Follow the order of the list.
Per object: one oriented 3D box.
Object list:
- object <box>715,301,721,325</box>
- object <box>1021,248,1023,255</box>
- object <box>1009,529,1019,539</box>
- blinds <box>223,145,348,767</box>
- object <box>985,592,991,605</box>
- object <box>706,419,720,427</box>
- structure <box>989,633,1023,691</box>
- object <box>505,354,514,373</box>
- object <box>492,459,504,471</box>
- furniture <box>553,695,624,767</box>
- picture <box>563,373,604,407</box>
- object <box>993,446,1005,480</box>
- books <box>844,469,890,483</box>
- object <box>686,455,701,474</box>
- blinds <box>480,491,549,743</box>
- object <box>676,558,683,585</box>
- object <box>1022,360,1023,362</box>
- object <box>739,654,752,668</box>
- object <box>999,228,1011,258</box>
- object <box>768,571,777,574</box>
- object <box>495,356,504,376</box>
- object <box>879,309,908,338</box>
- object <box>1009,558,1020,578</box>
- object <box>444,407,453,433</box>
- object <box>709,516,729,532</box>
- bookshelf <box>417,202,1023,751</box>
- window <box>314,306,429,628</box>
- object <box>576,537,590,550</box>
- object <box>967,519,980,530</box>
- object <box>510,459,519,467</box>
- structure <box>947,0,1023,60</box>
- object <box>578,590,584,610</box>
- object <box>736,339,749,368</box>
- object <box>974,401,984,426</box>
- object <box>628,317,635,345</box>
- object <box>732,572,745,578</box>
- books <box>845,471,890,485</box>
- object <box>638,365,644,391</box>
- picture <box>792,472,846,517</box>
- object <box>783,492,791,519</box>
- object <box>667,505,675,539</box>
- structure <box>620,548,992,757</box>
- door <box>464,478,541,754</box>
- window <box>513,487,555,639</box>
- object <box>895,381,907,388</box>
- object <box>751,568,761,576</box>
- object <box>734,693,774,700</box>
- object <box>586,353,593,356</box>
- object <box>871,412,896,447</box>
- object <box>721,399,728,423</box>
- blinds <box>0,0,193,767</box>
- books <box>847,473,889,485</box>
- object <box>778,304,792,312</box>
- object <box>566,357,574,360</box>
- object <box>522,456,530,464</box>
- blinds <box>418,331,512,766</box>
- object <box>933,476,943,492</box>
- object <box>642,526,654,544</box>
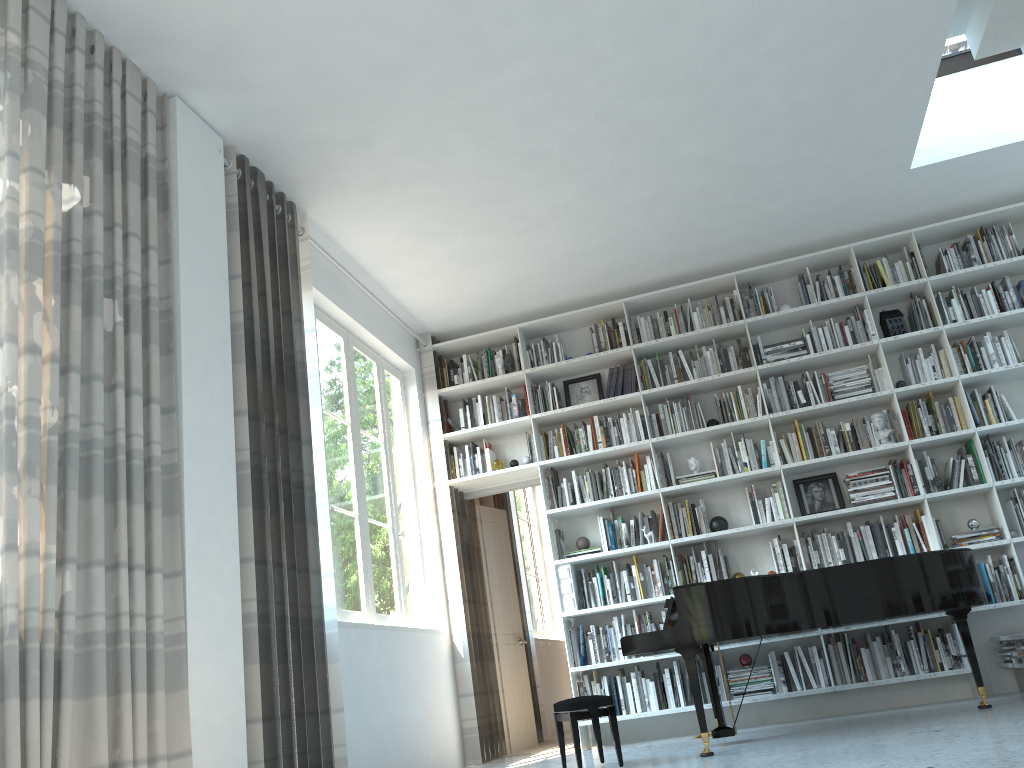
[{"bbox_3d":[1.569,-0.486,6.714,0.010,0.246,0.157,-13,-19,12],"label":"object"},{"bbox_3d":[3.585,-0.908,6.137,0.104,0.105,0.104,1,-21,-26],"label":"object"},{"bbox_3d":[3.247,0.980,5.752,0.071,0.072,0.072,1,-21,-26],"label":"object"},{"bbox_3d":[-1.145,0.410,4.347,0.140,3.219,0.778,-13,-19,12],"label":"blinds"},{"bbox_3d":[2.979,1.357,5.618,0.094,0.094,0.094,1,-21,-26],"label":"object"},{"bbox_3d":[1.467,0.303,6.463,0.097,0.098,0.097,1,-21,-26],"label":"object"},{"bbox_3d":[3.941,0.939,4.038,2.901,0.657,3.123,-13,-20,12],"label":"structure"},{"bbox_3d":[-0.013,-0.142,6.920,0.067,0.197,0.067,4,-22,-32],"label":"object"},{"bbox_3d":[-0.107,0.621,6.807,0.087,0.087,0.087,1,-21,-26],"label":"object"},{"bbox_3d":[0.387,1.807,4.607,0.240,0.352,0.469,-4,-19,-11],"label":"furniture"},{"bbox_3d":[0.561,0.081,6.895,0.300,0.298,0.078,-13,-19,13],"label":"picture"},{"bbox_3d":[3.239,0.549,5.926,0.007,0.265,0.135,-13,-19,12],"label":"object"},{"bbox_3d":[2.442,0.635,6.112,0.285,0.012,0.160,-11,-19,8],"label":"books"},{"bbox_3d":[1.328,0.593,6.461,0.095,0.156,0.121,-18,-21,25],"label":"object"},{"bbox_3d":[-0.068,1.545,8.011,0.140,3.219,0.778,-13,-19,12],"label":"blinds"},{"bbox_3d":[1.197,1.367,6.273,0.012,0.253,0.161,-13,-19,12],"label":"object"},{"bbox_3d":[3.489,-0.139,6.006,0.068,0.068,0.068,-5,-19,-9],"label":"object"},{"bbox_3d":[1.574,1.860,5.970,0.086,0.087,0.086,-5,-19,-9],"label":"object"},{"bbox_3d":[3.490,-0.946,6.283,0.006,0.296,0.130,-13,-19,12],"label":"object"},{"bbox_3d":[1.779,1.307,6.057,0.061,0.062,0.061,1,-21,-26],"label":"object"},{"bbox_3d":[-0.090,-0.125,6.938,0.067,0.197,0.067,4,-22,-32],"label":"object"},{"bbox_3d":[2.698,-0.415,6.275,0.135,0.247,0.136,-9,-19,3],"label":"object"},{"bbox_3d":[3.204,1.238,5.623,0.011,0.259,0.142,-13,-19,12],"label":"object"},{"bbox_3d":[-0.513,0.312,7.076,0.035,0.294,0.177,-13,-19,12],"label":"object"},{"bbox_3d":[1.465,1.002,6.276,0.134,0.135,0.134,1,-21,-26],"label":"object"},{"bbox_3d":[2.493,0.552,6.061,6.300,3.130,0.331,-13,-19,13],"label":"bookshelf"},{"bbox_3d":[-0.980,0.557,5.723,0.073,2.001,1.989,-13,-19,12],"label":"window"},{"bbox_3d":[0.521,1.173,6.504,0.105,0.106,0.106,-5,-19,-9],"label":"object"},{"bbox_3d":[2.997,0.911,5.760,0.071,0.072,0.072,1,-21,-26],"label":"object"},{"bbox_3d":[0.018,0.617,6.824,0.071,0.072,0.072,-5,-19,-9],"label":"object"},{"bbox_3d":[3.735,-0.782,4.196,2.615,3.369,1.960,-13,-19,12],"label":"structure"},{"bbox_3d":[0.485,1.532,6.278,0.045,0.146,0.045,6,-23,-36],"label":"object"},{"bbox_3d":[1.678,-0.210,6.443,0.075,0.254,0.075,-6,-19,-8],"label":"object"},{"bbox_3d":[3.162,0.234,6.024,0.013,0.207,0.140,-13,-19,12],"label":"object"},{"bbox_3d":[0.943,-0.362,6.864,0.012,0.284,0.160,-13,-19,12],"label":"object"},{"bbox_3d":[1.574,1.354,6.150,0.091,0.091,0.091,-5,-19,-9],"label":"object"},{"bbox_3d":[2.446,0.648,6.114,0.285,0.012,0.160,-13,-20,14],"label":"books"},{"bbox_3d":[0.996,-0.005,6.742,0.012,0.253,0.161,-13,-19,12],"label":"object"},{"bbox_3d":[2.153,0.787,6.214,0.300,0.298,0.078,-13,-19,13],"label":"picture"},{"bbox_3d":[1.931,0.871,6.222,0.017,0.215,0.104,-13,-19,12],"label":"object"},{"bbox_3d":[1.160,1.018,6.401,0.012,0.269,0.131,-13,-19,12],"label":"object"},{"bbox_3d":[1.671,1.469,4.881,1.919,0.829,1.339,-13,-20,12],"label":"structure"},{"bbox_3d":[0.138,1.842,7.040,0.834,1.973,0.789,-13,-19,12],"label":"door"},{"bbox_3d":[0.096,1.691,9.385,0.073,2.001,1.989,-13,-19,12],"label":"window"},{"bbox_3d":[2.685,0.012,6.121,0.071,0.072,0.072,1,-21,-26],"label":"object"},{"bbox_3d":[1.670,1.309,6.063,0.060,0.094,0.078,-19,-22,28],"label":"object"},{"bbox_3d":[1.618,2.086,5.927,0.254,0.007,0.161,-14,-20,15],"label":"object"},{"bbox_3d":[0.608,-0.201,6.875,0.082,0.083,0.083,-5,-19,-9],"label":"object"},{"bbox_3d":[2.519,0.316,6.041,0.137,0.243,0.138,-1,-20,-20],"label":"object"},{"bbox_3d":[1.567,0.235,6.509,0.010,0.224,0.143,-13,-19,12],"label":"object"},{"bbox_3d":[-1.505,0.010,3.124,0.183,3.249,1.029,-12,-19,12],"label":"blinds"},{"bbox_3d":[2.446,0.658,6.107,0.254,0.012,0.161,-11,-19,9],"label":"books"},{"bbox_3d":[2.021,-0.536,6.546,0.105,0.105,0.105,-5,-19,-9],"label":"object"},{"bbox_3d":[0.458,-0.167,6.909,0.082,0.083,0.083,-5,-19,-9],"label":"object"},{"bbox_3d":[0.113,0.588,6.783,0.071,0.072,0.072,-5,-19,-9],"label":"object"},{"bbox_3d":[-0.388,1.208,6.924,0.140,3.219,0.778,-13,-19,12],"label":"blinds"},{"bbox_3d":[2.805,0.659,5.828,0.054,0.113,0.079,-12,-19,11],"label":"object"},{"bbox_3d":[0.960,1.066,6.255,0.081,0.139,0.044,-7,-19,-3],"label":"object"}]
